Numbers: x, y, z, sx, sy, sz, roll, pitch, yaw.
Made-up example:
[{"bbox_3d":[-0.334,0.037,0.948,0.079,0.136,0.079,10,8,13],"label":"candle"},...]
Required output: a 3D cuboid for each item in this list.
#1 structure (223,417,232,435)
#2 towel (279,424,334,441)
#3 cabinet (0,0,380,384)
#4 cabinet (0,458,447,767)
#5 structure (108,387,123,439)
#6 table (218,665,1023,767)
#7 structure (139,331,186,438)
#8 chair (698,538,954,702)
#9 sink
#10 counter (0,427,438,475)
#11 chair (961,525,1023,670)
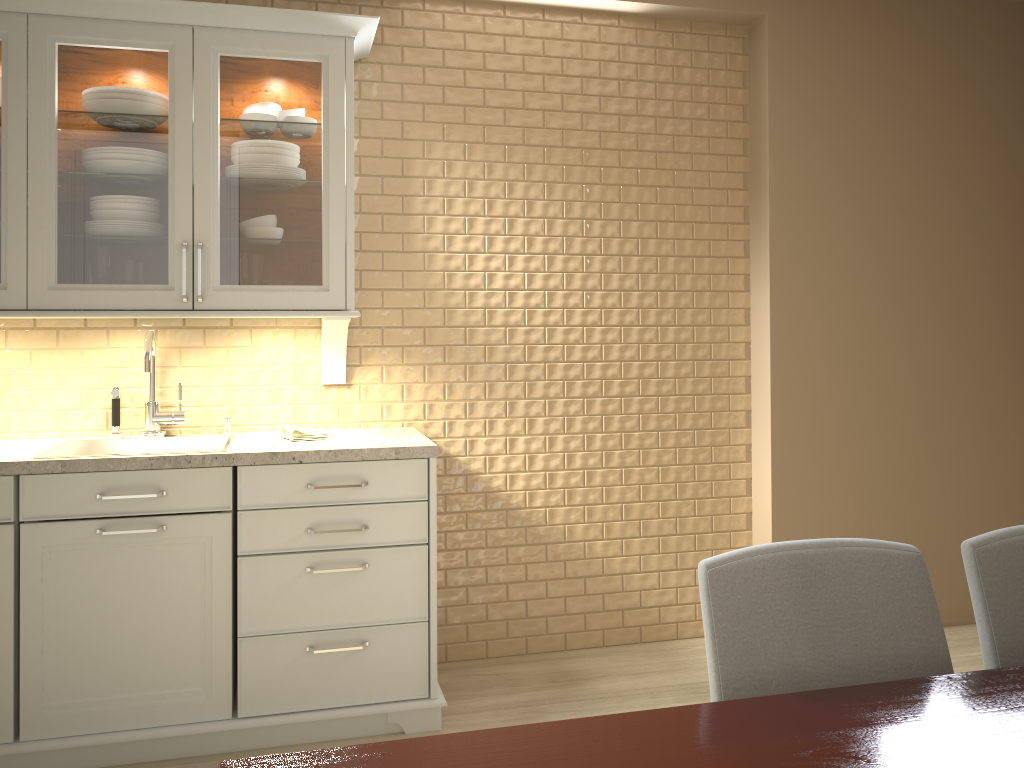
[{"bbox_3d":[-0.920,0.136,2.857,0.029,0.056,0.029,0,0,41],"label":"structure"},{"bbox_3d":[-0.628,0.150,2.749,0.164,0.050,0.171,-2,4,-28],"label":"towel"},{"bbox_3d":[-1.374,-0.529,2.585,1.928,1.114,0.411,-1,0,-14],"label":"cabinet"},{"bbox_3d":[-1.339,0.602,2.572,2.219,0.794,0.638,-1,1,-14],"label":"cabinet"},{"bbox_3d":[-1.238,0.089,2.768,0.043,0.162,0.056,0,0,-14],"label":"structure"},{"bbox_3d":[0.622,0.759,0.822,1.758,0.680,0.752,-1,2,-14],"label":"table"},{"bbox_3d":[-1.098,0.004,2.726,0.141,0.337,0.211,0,0,-4],"label":"structure"},{"bbox_3d":[0.510,0.665,1.103,0.399,0.828,0.506,0,0,-14],"label":"chair"},{"bbox_3d":[-1.068,0.384,2.558,0.484,0.415,0.380,-1,1,-14],"label":"sink"},{"bbox_3d":[-1.341,0.201,2.534,2.198,0.035,0.523,-1,4,-14],"label":"counter"},{"bbox_3d":[0.952,0.656,1.216,0.399,0.828,0.506,0,0,-14],"label":"chair"}]
